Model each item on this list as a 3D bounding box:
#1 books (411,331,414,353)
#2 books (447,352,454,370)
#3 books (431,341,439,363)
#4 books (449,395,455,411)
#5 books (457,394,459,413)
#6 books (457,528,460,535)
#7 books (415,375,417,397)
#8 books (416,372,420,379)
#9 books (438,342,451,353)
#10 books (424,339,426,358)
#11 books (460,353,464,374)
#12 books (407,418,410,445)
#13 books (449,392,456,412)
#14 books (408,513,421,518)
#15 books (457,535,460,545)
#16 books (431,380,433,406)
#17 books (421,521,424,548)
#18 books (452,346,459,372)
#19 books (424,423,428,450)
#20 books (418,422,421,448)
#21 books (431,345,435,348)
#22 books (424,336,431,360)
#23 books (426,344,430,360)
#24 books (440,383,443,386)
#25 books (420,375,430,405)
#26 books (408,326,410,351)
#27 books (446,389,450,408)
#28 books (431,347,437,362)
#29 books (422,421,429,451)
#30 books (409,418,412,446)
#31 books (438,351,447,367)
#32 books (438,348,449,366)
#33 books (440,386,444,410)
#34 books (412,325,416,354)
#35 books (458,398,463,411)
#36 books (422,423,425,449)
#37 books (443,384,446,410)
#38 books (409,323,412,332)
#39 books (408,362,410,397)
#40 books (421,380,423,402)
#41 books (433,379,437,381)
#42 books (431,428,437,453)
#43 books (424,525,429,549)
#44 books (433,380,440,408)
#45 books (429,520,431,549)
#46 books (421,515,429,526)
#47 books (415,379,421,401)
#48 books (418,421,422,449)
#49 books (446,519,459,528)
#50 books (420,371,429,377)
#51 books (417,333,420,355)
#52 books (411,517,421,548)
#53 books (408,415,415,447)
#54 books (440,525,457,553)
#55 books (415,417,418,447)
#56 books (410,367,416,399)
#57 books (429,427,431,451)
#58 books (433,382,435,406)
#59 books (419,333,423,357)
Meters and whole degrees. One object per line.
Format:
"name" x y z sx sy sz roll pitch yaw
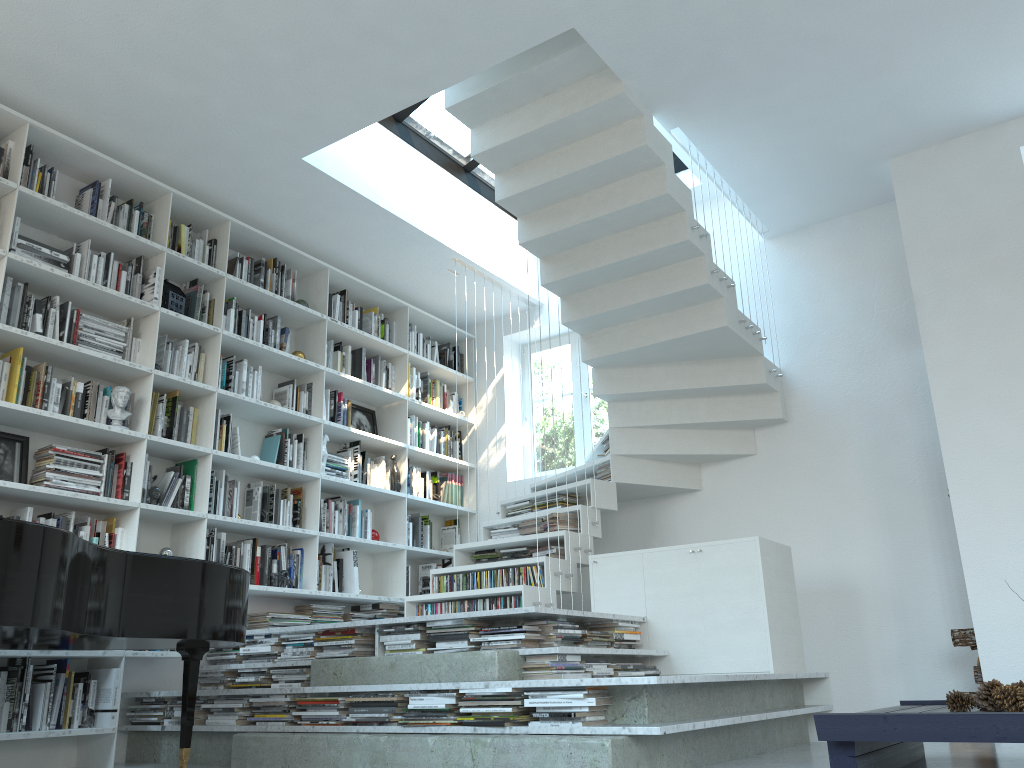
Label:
"books" -0.849 -0.280 6.997 0.183 0.243 0.023 -14 -21 32
"books" -0.562 -0.146 7.376 0.192 0.215 0.012 -14 -22 32
"books" -0.661 -0.202 7.297 0.132 0.276 0.069 -13 -21 32
"books" -0.547 0.212 7.289 0.181 0.213 0.023 -14 -22 32
"books" -0.508 0.219 7.365 0.160 0.245 0.040 -14 -21 32
"books" -0.477 1.271 7.036 0.152 0.236 0.022 -14 -21 32
"books" -0.805 0.049 6.800 0.161 0.223 0.049 -14 -22 32
"books" -0.779 0.047 6.858 0.158 0.262 0.023 -14 -21 32
"books" -0.575 -0.185 7.413 0.162 0.312 0.014 -14 -21 32
"books" -0.754 -0.231 7.140 0.144 0.236 0.025 -14 -21 32
"books" -0.490 -0.124 7.482 0.187 0.236 0.025 -14 -22 32
"books" -0.850 0.397 6.721 0.182 0.247 0.023 -14 -21 32
"books" -0.528 0.204 7.340 0.163 0.257 0.029 -14 -21 32
"books" -0.743 1.124 6.668 0.141 0.296 0.013 -13 -21 32
"books" -0.481 1.290 7.004 0.167 0.180 0.028 -14 -22 32
"books" -0.690 0.100 6.983 0.166 0.237 0.012 -14 -21 32
"books" -0.730 1.157 6.665 0.172 0.229 0.014 -14 -21 32
"books" -0.526 -0.165 7.432 0.190 0.285 0.014 -14 -21 32
"books" -0.731 0.447 6.906 0.172 0.262 0.022 -14 -21 32
"books" -0.771 0.432 6.854 0.158 0.259 0.013 -14 -21 32
"books" -0.682 -0.190 7.266 0.131 0.235 0.010 -14 -21 32
"books" -0.725 -0.235 7.206 0.159 0.284 0.012 -14 -21 32
"books" -0.734 -0.207 7.168 0.163 0.207 0.026 -14 -22 32
"books" -0.625 0.149 7.224 0.151 0.293 0.011 -14 -21 32
"books" -0.721 0.070 6.918 0.189 0.253 0.023 -14 -21 32
"books" -0.870 -0.308 6.954 0.185 0.268 0.012 -14 -21 32
"books" -0.575 0.181 7.260 0.154 0.253 0.070 -14 -22 32
"books" -0.690 -0.190 7.229 0.163 0.211 0.057 -14 -22 32
"books" -0.720 0.445 6.932 0.166 0.282 0.030 -14 -21 32
"books" -0.839 0.404 6.757 0.173 0.255 0.026 -14 -21 32
"books" -0.612 -0.156 7.307 0.186 0.192 0.024 -14 -22 32
"books" -0.601 -0.167 7.360 0.160 0.246 0.068 -14 -22 32
"books" -0.615 0.156 7.194 0.160 0.260 0.022 -14 -21 32
"books" -0.834 -0.302 7.030 0.184 0.305 0.012 -14 -21 32
"books" -0.479 0.235 7.371 0.170 0.216 0.011 -14 -22 32
"books" -0.746 0.444 6.888 0.156 0.258 0.024 -14 -21 32
"books" -0.605 0.155 7.230 0.163 0.286 0.024 -14 -21 32
"books" -0.853 -0.312 7.032 0.151 0.325 0.012 -13 -21 32
"books" -0.848 -0.005 6.746 0.183 0.293 0.010 -14 -21 32
"books" -0.749 0.088 6.903 0.135 0.211 0.025 -14 -21 32
"books" -0.672 0.120 7.133 0.165 0.294 0.010 -14 -21 32
"books" -0.671 0.481 6.984 0.177 0.244 0.045 -14 -22 32
"books" -0.695 1.178 6.690 0.175 0.204 0.021 -14 -22 32
"books" -0.678 0.110 7.021 0.248 0.241 0.042 -14 -22 32
"books" -0.684 1.171 6.747 0.161 0.253 0.012 -14 -21 32
"books" -0.694 1.146 6.719 0.161 0.283 0.011 -14 -21 32
"books" -0.779 0.071 6.821 0.190 0.193 0.024 -14 -22 32
"books" -0.768 0.434 6.875 0.152 0.270 0.025 -14 -21 32
"books" -0.474 1.240 7.066 0.129 0.314 0.013 -13 -21 32
"books" -0.713 0.057 6.945 0.152 0.295 0.022 -14 -21 32
"books" -0.805 -0.265 7.071 0.163 0.258 0.022 -14 -21 32
"books" -0.754 1.125 6.597 0.184 0.247 0.027 -14 -21 32
"books" -0.816 0.392 6.770 0.185 0.284 0.014 -14 -21 32
"books" -0.499 1.252 7.003 0.161 0.253 0.012 -14 -21 32
"books" -0.793 0.407 6.828 0.165 0.291 0.012 -14 -21 32
"books" -0.817 0.018 6.770 0.189 0.262 0.026 -14 -21 32
"books" -0.704 0.474 6.974 0.161 0.253 0.012 -14 -21 32
"books" -0.675 0.108 6.985 0.174 0.221 0.013 -14 -22 32
"books" -0.791 -0.261 7.092 0.179 0.263 0.029 -14 -21 32
